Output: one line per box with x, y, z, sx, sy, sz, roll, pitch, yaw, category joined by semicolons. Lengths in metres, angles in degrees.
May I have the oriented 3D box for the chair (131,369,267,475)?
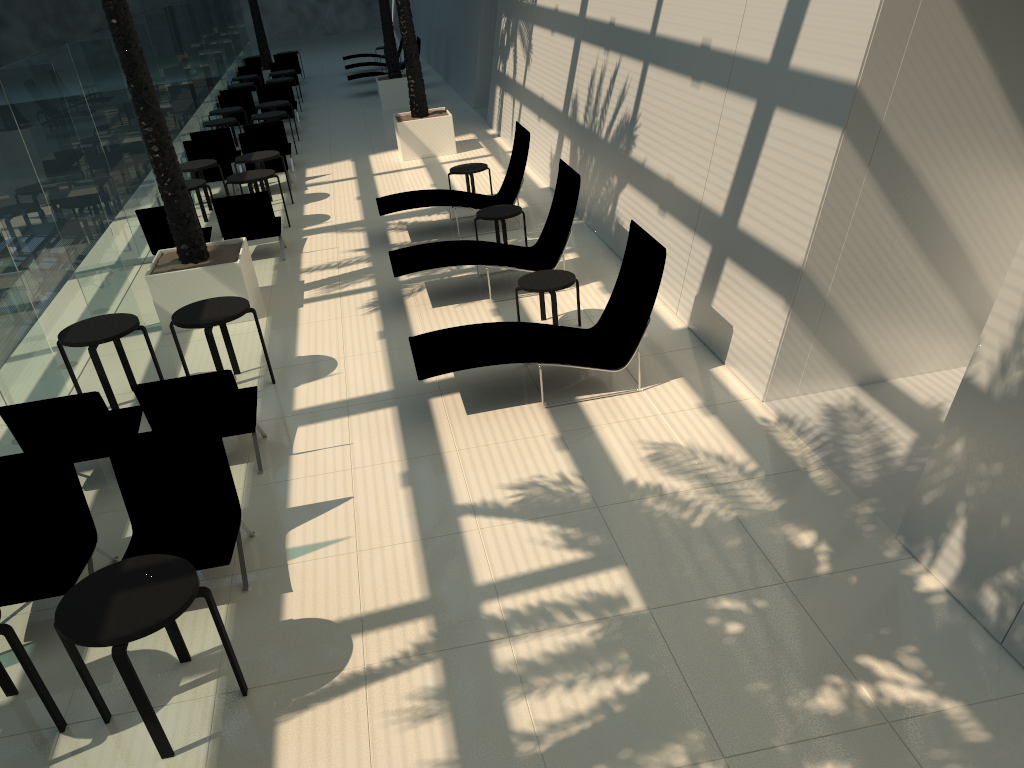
-2.404;0.178;6.836;0.714;0.957;0.821;-10;30;-6;chair

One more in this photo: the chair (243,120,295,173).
-4.461;-4.404;16.062;0.714;0.957;0.821;-10;30;-6;chair

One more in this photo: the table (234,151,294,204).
-3.915;-3.187;13.745;0.667;0.841;0.639;13;36;30;table

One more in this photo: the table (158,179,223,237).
-4.612;-2.442;12.483;0.671;0.841;0.635;10;34;26;table

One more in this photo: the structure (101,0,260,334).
-3.762;-3.956;7.911;4.784;7.557;4.136;-13;32;-12;structure

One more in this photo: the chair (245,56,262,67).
-7.720;-9.476;26.504;0.714;0.957;0.821;-10;30;-6;chair

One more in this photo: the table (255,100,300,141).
-4.945;-5.480;18.362;0.667;0.841;0.639;13;36;30;table

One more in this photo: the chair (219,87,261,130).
-6.405;-6.546;20.604;0.714;0.957;0.821;-10;30;-6;chair

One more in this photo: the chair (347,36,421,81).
-3.383;-8.412;23.141;2.030;1.248;0.853;-10;31;-6;chair

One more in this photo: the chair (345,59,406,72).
-3.853;-9.458;25.246;2.030;1.248;0.853;-10;31;-6;chair

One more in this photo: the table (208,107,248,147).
-5.894;-5.318;18.272;0.667;0.841;0.639;13;36;30;table

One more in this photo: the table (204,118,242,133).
-5.635;-4.721;17.072;0.671;0.841;0.635;10;34;26;table

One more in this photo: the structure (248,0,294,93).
-7.260;-11.735;23.577;4.824;7.557;4.099;-1;31;10;structure

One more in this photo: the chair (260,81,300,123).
-5.492;-6.702;20.690;0.714;0.957;0.821;-10;30;-6;chair

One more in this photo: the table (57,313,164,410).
-3.578;-0.139;7.845;0.671;0.841;0.635;10;34;26;table

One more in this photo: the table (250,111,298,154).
-4.686;-4.883;17.162;0.671;0.841;0.635;10;34;26;table

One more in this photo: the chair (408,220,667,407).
0.159;-0.521;7.249;2.030;1.248;0.853;-10;31;-6;chair

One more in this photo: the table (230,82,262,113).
-6.665;-7.014;21.689;0.671;0.841;0.635;10;34;26;table

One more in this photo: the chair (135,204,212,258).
-4.355;-1.979;11.407;0.714;0.957;0.821;-10;30;-6;chair

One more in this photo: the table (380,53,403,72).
-3.659;-9.697;26.420;0.544;0.558;0.520;13;35;30;table

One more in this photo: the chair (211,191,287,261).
-3.442;-2.135;11.494;0.714;0.957;0.821;-10;30;-6;chair

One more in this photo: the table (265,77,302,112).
-5.716;-7.176;21.779;0.671;0.841;0.635;10;34;26;table

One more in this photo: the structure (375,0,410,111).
-3.116;-9.853;19.243;4.526;7.356;4.056;-22;34;-24;structure

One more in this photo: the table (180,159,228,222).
-4.864;-3.025;13.655;0.667;0.841;0.639;13;36;30;table

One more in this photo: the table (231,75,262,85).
-6.951;-7.673;23.014;0.667;0.841;0.639;13;36;30;table

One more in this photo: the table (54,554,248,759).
-1.859;1.395;4.518;0.663;0.841;0.643;16;37;34;table

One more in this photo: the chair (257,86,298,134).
-5.195;-6.005;19.290;0.714;0.957;0.821;-10;30;-6;chair

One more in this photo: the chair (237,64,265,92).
-7.164;-8.204;23.945;0.714;0.957;0.821;-10;30;-6;chair

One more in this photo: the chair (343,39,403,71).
-4.322;-10.503;27.351;2.030;1.248;0.853;-10;31;-6;chair

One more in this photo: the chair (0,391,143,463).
-3.316;0.334;6.750;0.714;0.957;0.821;-10;30;-6;chair

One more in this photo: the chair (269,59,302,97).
-6.252;-8.359;24.031;0.714;0.957;0.821;-10;30;-6;chair

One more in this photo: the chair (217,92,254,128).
-6.107;-5.849;19.203;0.714;0.957;0.821;-10;30;-6;chair

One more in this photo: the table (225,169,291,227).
-3.663;-2.604;12.573;0.671;0.841;0.635;10;34;26;table

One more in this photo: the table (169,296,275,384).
-2.629;-0.301;7.935;0.671;0.841;0.635;10;34;26;table

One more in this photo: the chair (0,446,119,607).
-3.021;1.026;5.359;0.714;0.957;0.821;-10;30;-6;chair

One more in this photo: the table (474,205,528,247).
-0.131;-1.837;10.594;0.544;0.558;0.520;13;35;30;table

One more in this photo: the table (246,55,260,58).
-7.959;-9.898;27.496;0.663;0.841;0.643;16;37;34;table

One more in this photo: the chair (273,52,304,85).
-6.808;-9.632;26.590;0.714;0.957;0.821;-10;30;-6;chair

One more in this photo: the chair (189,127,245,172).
-5.373;-4.248;15.976;0.714;0.957;0.821;-10;30;-6;chair

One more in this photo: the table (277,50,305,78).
-7.010;-10.060;27.586;0.663;0.841;0.643;16;37;34;table

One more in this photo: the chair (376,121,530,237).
-0.794;-2.644;11.525;2.030;1.248;0.853;-10;31;-6;chair

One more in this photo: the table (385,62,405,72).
-3.190;-8.651;24.315;0.544;0.558;0.520;13;35;30;table

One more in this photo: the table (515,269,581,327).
0.353;-0.760;8.423;0.544;0.558;0.520;13;35;30;table

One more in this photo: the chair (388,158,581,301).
-0.325;-1.598;9.420;2.030;1.248;0.853;-10;31;-6;chair

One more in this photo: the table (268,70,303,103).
-6.002;-7.835;23.103;0.667;0.841;0.639;13;36;30;table

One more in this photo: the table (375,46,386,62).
-4.128;-10.742;28.525;0.544;0.558;0.520;13;35;30;table

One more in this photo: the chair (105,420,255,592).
-2.108;0.870;5.446;0.714;0.957;0.821;-10;30;-6;chair

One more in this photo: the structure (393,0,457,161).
-1.823;-7.476;14.334;4.253;7.421;4.313;8;34;22;structure

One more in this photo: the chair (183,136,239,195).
-5.078;-3.556;14.586;0.714;0.957;0.821;-10;30;-6;chair

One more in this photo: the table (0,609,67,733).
-2.807;1.556;4.428;0.663;0.841;0.643;16;37;34;table

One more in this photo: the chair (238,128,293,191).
-4.165;-3.712;14.672;0.714;0.957;0.821;-10;30;-6;chair

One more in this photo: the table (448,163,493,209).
-0.600;-2.883;12.699;0.547;0.558;0.518;10;34;27;table
